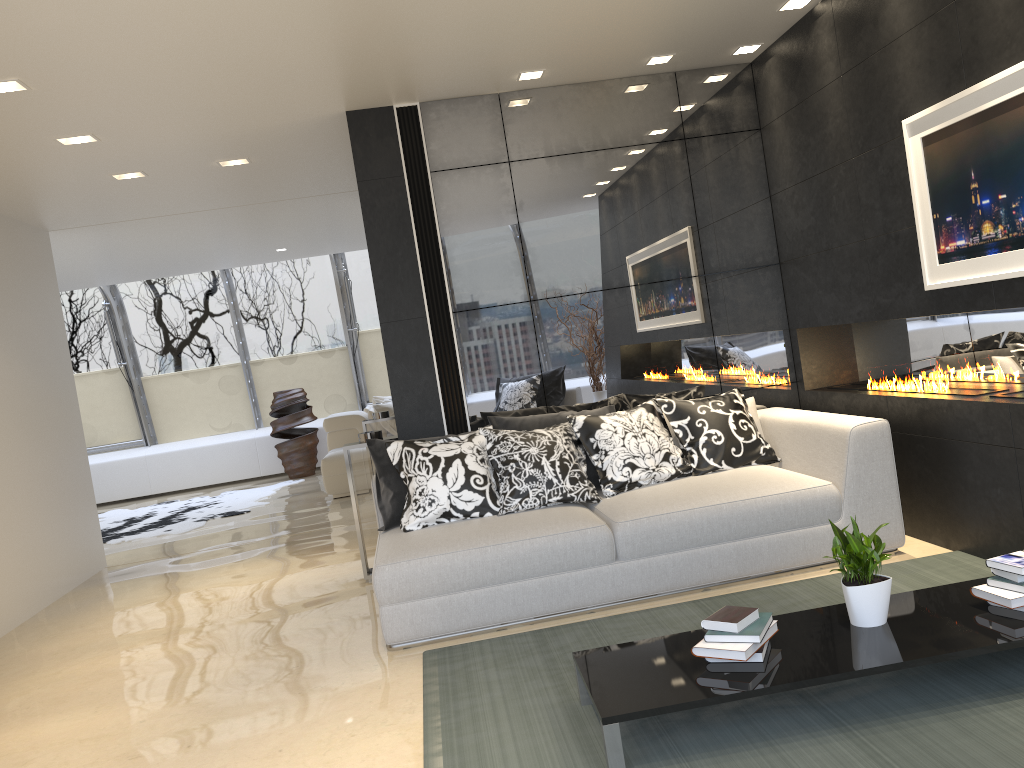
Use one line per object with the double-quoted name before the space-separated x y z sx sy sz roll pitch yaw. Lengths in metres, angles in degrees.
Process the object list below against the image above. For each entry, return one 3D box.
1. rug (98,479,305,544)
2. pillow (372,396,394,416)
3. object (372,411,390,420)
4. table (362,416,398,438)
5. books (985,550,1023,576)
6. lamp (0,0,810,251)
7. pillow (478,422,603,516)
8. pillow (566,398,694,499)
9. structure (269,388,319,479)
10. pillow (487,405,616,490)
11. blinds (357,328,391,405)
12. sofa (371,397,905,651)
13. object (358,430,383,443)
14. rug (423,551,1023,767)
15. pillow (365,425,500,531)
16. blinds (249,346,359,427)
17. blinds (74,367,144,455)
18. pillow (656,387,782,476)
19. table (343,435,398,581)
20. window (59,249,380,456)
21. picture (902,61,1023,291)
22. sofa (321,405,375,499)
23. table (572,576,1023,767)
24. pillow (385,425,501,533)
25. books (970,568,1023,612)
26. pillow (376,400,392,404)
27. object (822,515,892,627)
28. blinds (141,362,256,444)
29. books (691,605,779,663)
"rug" -3.946 1.530 10.379 2.705 0.008 3.220 -9 2 -7
"pillow" -0.683 0.246 11.936 3.322 0.530 1.656 -10 3 -36
"object" -1.204 0.286 8.151 0.153 0.059 0.151 -7 3 33
"table" -1.133 0.744 8.169 0.350 0.872 0.202 -9 2 -7
"books" 1.742 0.603 3.010 0.185 0.027 0.154 -9 2 -16
"lamp" -2.538 -1.442 5.721 9.928 0.004 9.775 -9 2 -6
"pillow" 0.158 0.451 4.859 0.623 0.505 0.393 -9 2 -12
"pillow" 0.687 0.355 5.012 0.598 0.470 0.390 -10 2 -23
"structure" -3.038 0.702 12.432 0.674 1.258 0.672 -10 3 -30
"pillow" 0.289 0.388 5.168 0.796 0.511 0.474 -9 2 -6
"blinds" -1.590 -0.278 13.356 1.376 1.214 0.387 -9 2 -7
"sofa" 0.548 0.649 4.909 2.625 0.798 1.334 -9 2 -7
"object" -0.905 0.336 5.671 0.151 0.059 0.153 -7 3 43
"rug" 1.137 1.021 3.111 2.923 0.012 2.194 -9 2 -6
"pillow" -0.410 0.516 5.077 0.808 0.525 0.434 -9 2 -10
"blinds" -3.079 0.054 13.212 1.430 1.027 0.329 -9 2 -7
"blinds" -6.108 0.445 12.826 1.376 1.214 0.387 -9 2 -7
"pillow" 1.203 0.274 5.155 0.610 0.479 0.383 -10 2 -19
"table" -0.834 0.794 5.688 0.350 0.872 0.202 -9 2 -7
"window" -4.233 0.303 5.787 16.171 3.674 16.693 -9 2 -1
"picture" 2.028 -0.819 3.156 0.025 0.804 2.068 -9 2 -7
"sofa" -0.232 0.481 11.379 4.169 0.866 3.257 -9 2 -7
"table" 1.231 0.917 2.990 1.982 0.187 0.594 -9 2 -4
"pillow" -0.352 0.518 4.822 0.607 0.483 0.368 -9 2 -7
"books" 1.739 0.680 3.004 0.307 0.126 0.223 -10 2 -18
"pillow" -1.426 0.421 11.208 0.394 0.471 0.604 -8 2 9
"object" 1.198 0.641 3.052 0.284 0.369 0.215 -10 3 -28
"blinds" -4.589 0.296 13.035 1.430 1.027 0.329 -9 2 -7
"books" 0.742 0.836 2.961 0.223 0.126 0.307 -8 3 31
